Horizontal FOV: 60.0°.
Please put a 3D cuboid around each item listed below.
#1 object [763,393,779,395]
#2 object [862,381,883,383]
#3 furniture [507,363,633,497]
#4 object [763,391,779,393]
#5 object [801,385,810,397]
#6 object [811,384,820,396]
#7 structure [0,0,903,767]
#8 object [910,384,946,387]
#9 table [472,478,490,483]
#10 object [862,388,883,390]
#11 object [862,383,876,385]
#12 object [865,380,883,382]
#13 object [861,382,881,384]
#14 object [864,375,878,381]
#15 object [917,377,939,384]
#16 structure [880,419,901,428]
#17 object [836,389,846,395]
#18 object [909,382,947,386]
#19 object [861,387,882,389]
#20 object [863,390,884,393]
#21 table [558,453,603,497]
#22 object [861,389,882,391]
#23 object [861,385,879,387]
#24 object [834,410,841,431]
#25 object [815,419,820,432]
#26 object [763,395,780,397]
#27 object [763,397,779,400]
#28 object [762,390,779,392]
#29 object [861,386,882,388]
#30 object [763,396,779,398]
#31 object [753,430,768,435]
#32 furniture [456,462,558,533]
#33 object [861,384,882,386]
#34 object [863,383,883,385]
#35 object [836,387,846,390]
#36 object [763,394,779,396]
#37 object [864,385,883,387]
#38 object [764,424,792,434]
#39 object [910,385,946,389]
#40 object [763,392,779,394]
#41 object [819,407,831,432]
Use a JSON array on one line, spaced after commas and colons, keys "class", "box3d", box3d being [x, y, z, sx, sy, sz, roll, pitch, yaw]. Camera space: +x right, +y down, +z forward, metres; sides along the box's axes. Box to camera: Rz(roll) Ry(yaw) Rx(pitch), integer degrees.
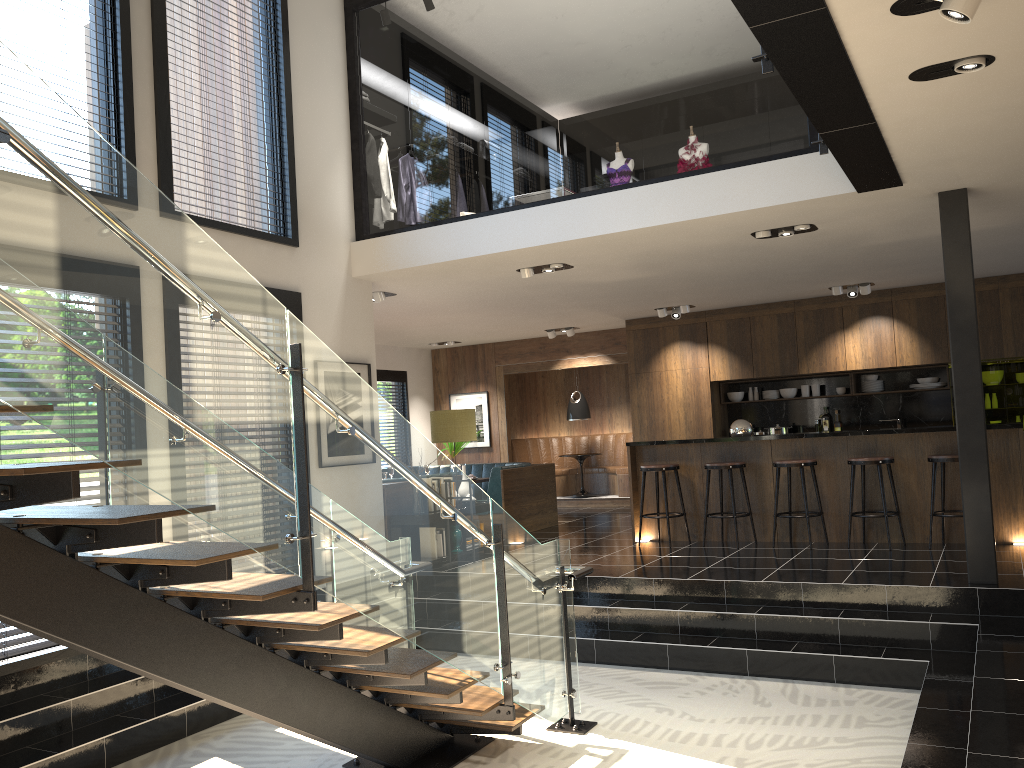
[{"class": "object", "box3d": [3.522, 0.153, 12.052, 0.220, 0.033, 0.220, -5, -4, 25]}, {"class": "object", "box3d": [4.674, -0.014, 11.513, 0.269, 0.024, 0.269, -2, -3, -23]}, {"class": "furniture", "box3d": [1.274, 0.630, 14.417, 2.640, 2.334, 1.174, -5, -3, 28]}, {"class": "object", "box3d": [3.520, 0.119, 12.054, 0.220, 0.033, 0.220, -5, -4, 25]}, {"class": "object", "box3d": [3.913, 0.097, 11.822, 0.109, 0.161, 0.109, -4, -3, 11]}, {"class": "object", "box3d": [4.031, 0.087, 11.757, 0.109, 0.161, 0.109, -6, -4, 41]}, {"class": "structure", "box3d": [-0.366, -0.083, 3.281, 3.449, 4.865, 7.281, -5, -3, 28]}, {"class": "object", "box3d": [5.230, 0.032, 11.130, 0.438, 0.039, 0.438, -2, -4, -25]}, {"class": "table", "box3d": [-1.035, 1.544, 11.082, 1.539, 0.660, 0.823, -5, -3, 29]}, {"class": "object", "box3d": [4.679, 0.075, 11.509, 0.269, 0.024, 0.269, -2, -3, -23]}, {"class": "object", "box3d": [4.675, 0.004, 11.512, 0.269, 0.024, 0.269, -2, -3, -23]}, {"class": "object", "box3d": [4.673, -0.023, 11.513, 0.269, 0.024, 0.269, -2, -3, -23]}, {"class": "object", "box3d": [4.674, -0.007, 11.513, 0.269, 0.024, 0.269, -2, -3, -23]}, {"class": "object", "box3d": [4.668, -0.066, 11.516, 0.168, 0.087, 0.168, -1, -4, -42]}, {"class": "object", "box3d": [5.225, -0.030, 11.135, 0.254, 0.088, 0.254, -1, -4, -36]}, {"class": "structure", "box3d": [4.721, 0.565, 11.060, 0.243, 0.231, 0.173, -5, -3, 28]}, {"class": "object", "box3d": [4.317, 0.108, 11.627, 0.122, 0.072, 0.122, -1, -4, -36]}, {"class": "object", "box3d": [5.229, 0.017, 11.131, 0.438, 0.039, 0.438, -2, -4, -25]}, {"class": "object", "box3d": [4.678, 0.059, 11.510, 0.269, 0.024, 0.269, -2, -3, -23]}, {"class": "object", "box3d": [4.681, 0.103, 11.508, 0.269, 0.024, 0.269, -2, -3, -23]}, {"class": "table", "box3d": [1.101, 1.431, 13.974, 0.702, 0.643, 0.702, -3, -3, 3]}, {"class": "object", "box3d": [4.680, 0.086, 11.509, 0.269, 0.024, 0.269, -2, -3, -23]}, {"class": "object", "box3d": [4.676, 0.031, 11.511, 0.269, 0.024, 0.269, -2, -3, -23]}, {"class": "object", "box3d": [4.305, 0.544, 11.732, 0.077, 0.394, 0.077, -2, -3, -19]}, {"class": "object", "box3d": [4.076, 0.617, 11.844, 0.058, 0.287, 0.058, -5, -3, 41]}, {"class": "object", "box3d": [3.523, 0.176, 12.051, 0.220, 0.033, 0.220, -5, -4, 25]}, {"class": "object", "box3d": [3.524, 0.201, 12.050, 0.220, 0.033, 0.220, -5, -4, 25]}, {"class": "object", "box3d": [3.519, 0.107, 12.054, 0.220, 0.033, 0.220, -5, -4, 25]}, {"class": "object", "box3d": [4.677, 0.048, 11.510, 0.269, 0.024, 0.269, -2, -3, -23]}, {"class": "object", "box3d": [3.524, 0.188, 12.051, 0.220, 0.033, 0.220, -5, -4, 25]}, {"class": "object", "box3d": [3.342, 0.689, 11.911, 0.210, 0.143, 0.195, -3, -3, -13]}, {"class": "furniture", "box3d": [-0.901, 1.468, 11.319, 2.610, 0.822, 1.365, -5, -3, 29]}, {"class": "object", "box3d": [4.676, 0.020, 11.512, 0.269, 0.024, 0.269, -2, -3, -23]}, {"class": "object", "box3d": [4.675, 0.013, 11.512, 0.269, 0.024, 0.269, -2, -3, -23]}, {"class": "object", "box3d": [4.316, 0.083, 11.628, 0.122, 0.072, 0.122, -1, -4, -36]}, {"class": "object", "box3d": [3.522, 0.165, 12.052, 0.220, 0.033, 0.220, -5, -4, 25]}, {"class": "object", "box3d": [4.677, 0.040, 11.511, 0.269, 0.024, 0.269, -2, -3, -23]}, {"class": "object", "box3d": [3.510, 0.638, 11.687, 0.300, 0.218, 0.279, -2, -3, -28]}, {"class": "object", "box3d": [5.231, 0.044, 11.130, 0.438, 0.039, 0.438, -2, -4, -25]}, {"class": "object", "box3d": [3.520, 0.132, 12.053, 0.220, 0.033, 0.220, -5, -4, 25]}, {"class": "object", "box3d": [4.161, 0.527, 11.803, 0.133, 0.451, 0.116, -5, -3, 29]}]
